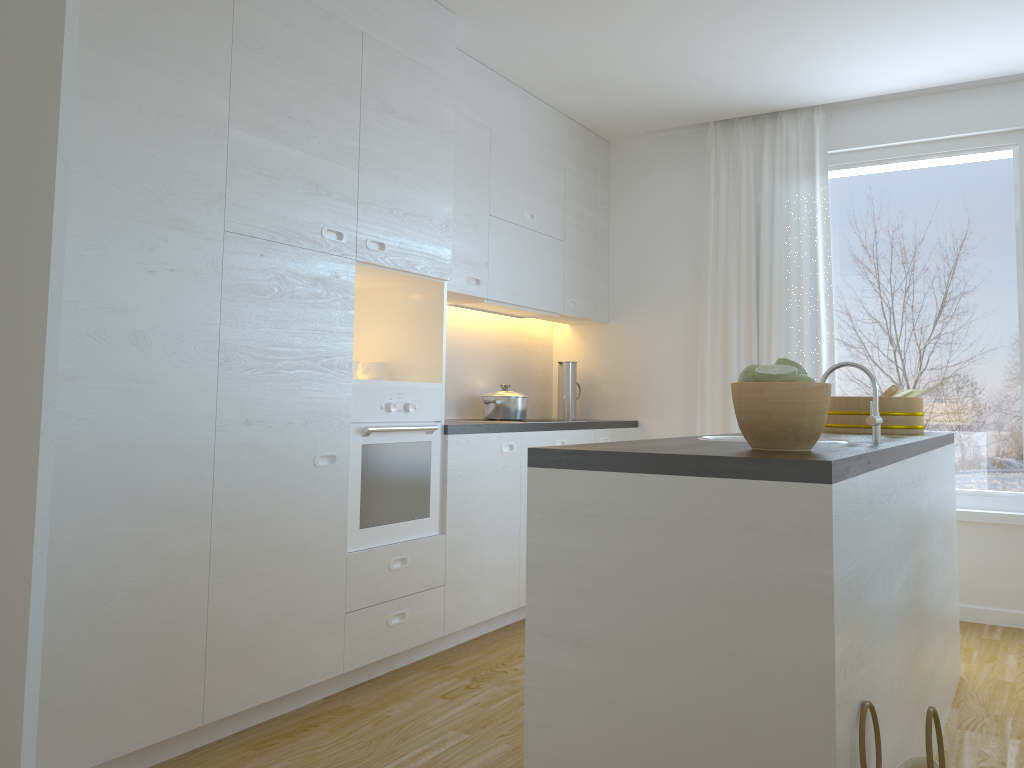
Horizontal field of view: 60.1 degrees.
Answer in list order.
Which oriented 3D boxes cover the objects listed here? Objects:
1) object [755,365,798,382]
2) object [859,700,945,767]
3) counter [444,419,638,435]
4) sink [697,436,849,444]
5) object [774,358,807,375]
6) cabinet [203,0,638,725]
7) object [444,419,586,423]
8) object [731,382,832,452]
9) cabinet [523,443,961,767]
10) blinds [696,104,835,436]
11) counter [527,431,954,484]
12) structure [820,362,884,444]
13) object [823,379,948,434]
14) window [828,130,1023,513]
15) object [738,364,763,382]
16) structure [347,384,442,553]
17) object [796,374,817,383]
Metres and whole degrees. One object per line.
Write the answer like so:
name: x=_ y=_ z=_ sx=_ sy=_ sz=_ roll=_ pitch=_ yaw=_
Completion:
object: x=0.548 y=-0.010 z=1.836 sx=0.085 sy=0.066 sz=0.083 roll=-2 pitch=-4 yaw=43
object: x=1.201 y=0.849 z=1.543 sx=1.189 sy=0.504 sz=0.469 roll=1 pitch=-3 yaw=9
counter: x=-0.008 y=0.215 z=4.662 sx=0.600 sy=0.040 sz=1.994 roll=0 pitch=-2 yaw=31
sink: x=0.714 y=0.229 z=2.436 sx=0.404 sy=0.157 sz=0.402 roll=1 pitch=-2 yaw=-17
object: x=0.611 y=-0.021 z=1.949 sx=0.074 sy=0.072 sz=0.077 roll=3 pitch=-4 yaw=-34
cabinet: x=-0.258 y=-0.122 z=4.146 sx=0.480 sy=2.312 sz=3.191 roll=-2 pitch=-4 yaw=31
object: x=-0.008 y=0.198 z=4.668 sx=0.561 sy=0.013 sz=0.652 roll=0 pitch=-2 yaw=31
object: x=0.573 y=0.069 z=1.885 sx=0.205 sy=0.142 sz=0.205 roll=1 pitch=-2 yaw=-8
cabinet: x=0.899 y=0.659 z=2.651 sx=0.600 sy=0.914 sz=2.393 roll=-1 pitch=-3 yaw=31
blinds: x=1.392 y=-0.517 z=4.954 sx=0.794 sy=2.171 sz=0.149 roll=-2 pitch=-6 yaw=30
counter: x=0.906 y=0.184 z=2.691 sx=0.600 sy=0.040 sz=2.393 roll=0 pitch=-2 yaw=31
structure: x=0.882 y=0.047 z=2.321 sx=0.162 sy=0.216 sz=0.096 roll=-1 pitch=-5 yaw=31
object: x=1.444 y=0.085 z=3.516 sx=0.429 sy=0.215 sz=0.377 roll=2 pitch=-2 yaw=-31
window: x=2.646 y=-0.327 z=4.412 sx=2.725 sy=1.928 sz=0.088 roll=-1 pitch=-5 yaw=31
object: x=0.539 y=0.007 z=1.923 sx=0.102 sy=0.099 sz=0.086 roll=3 pitch=-4 yaw=-38
structure: x=-0.432 y=0.308 z=3.394 sx=0.049 sy=0.599 sz=0.559 roll=-2 pitch=-4 yaw=31
object: x=0.609 y=0.022 z=1.881 sx=0.081 sy=0.086 sz=0.097 roll=1 pitch=-3 yaw=-4
